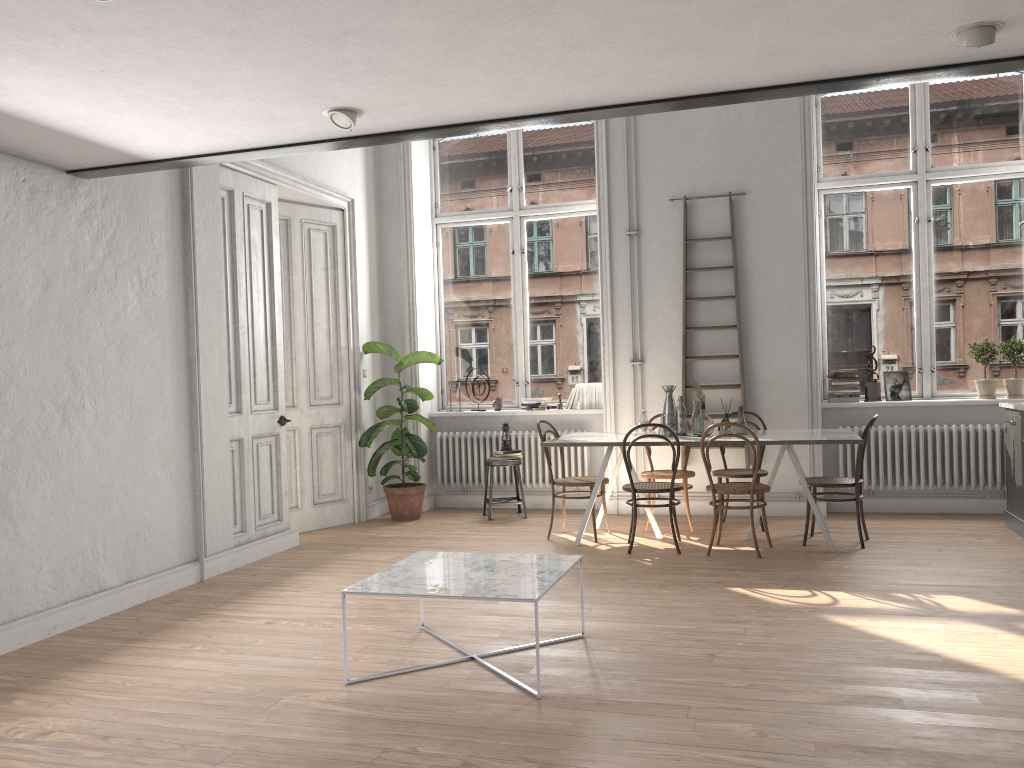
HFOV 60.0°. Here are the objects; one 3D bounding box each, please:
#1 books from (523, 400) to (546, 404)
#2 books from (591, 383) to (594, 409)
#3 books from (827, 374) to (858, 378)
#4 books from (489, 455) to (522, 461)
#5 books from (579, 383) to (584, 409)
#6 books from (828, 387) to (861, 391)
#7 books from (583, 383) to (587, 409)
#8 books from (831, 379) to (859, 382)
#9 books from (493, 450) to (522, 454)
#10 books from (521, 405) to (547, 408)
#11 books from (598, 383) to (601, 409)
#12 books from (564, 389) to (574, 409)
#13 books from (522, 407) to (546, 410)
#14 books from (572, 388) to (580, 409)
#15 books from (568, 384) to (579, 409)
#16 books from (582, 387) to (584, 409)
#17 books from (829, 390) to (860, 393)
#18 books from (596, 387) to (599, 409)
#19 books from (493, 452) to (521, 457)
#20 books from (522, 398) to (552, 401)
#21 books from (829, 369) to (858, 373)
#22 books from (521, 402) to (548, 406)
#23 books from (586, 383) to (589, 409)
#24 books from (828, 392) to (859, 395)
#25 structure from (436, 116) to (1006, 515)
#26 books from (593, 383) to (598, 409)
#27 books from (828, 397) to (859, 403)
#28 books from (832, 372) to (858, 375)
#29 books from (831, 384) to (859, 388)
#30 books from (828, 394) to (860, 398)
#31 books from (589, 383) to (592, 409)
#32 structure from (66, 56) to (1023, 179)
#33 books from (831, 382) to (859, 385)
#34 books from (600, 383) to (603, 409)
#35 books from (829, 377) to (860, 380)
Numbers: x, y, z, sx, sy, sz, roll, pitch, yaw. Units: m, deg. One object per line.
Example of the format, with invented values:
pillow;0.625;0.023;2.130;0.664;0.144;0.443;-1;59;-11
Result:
books;0.217;0.174;8.555;0.205;0.020;0.155;-2;0;7
books;0.782;0.111;8.436;0.024;0.243;0.175;-2;1;17
books;2.897;-0.071;7.767;0.231;0.023;0.162;-2;1;32
books;-0.055;0.669;8.089;0.246;0.034;0.194;-2;1;-33
books;0.675;0.114;8.468;0.024;0.243;0.175;-2;1;17
books;2.910;0.041;7.770;0.245;0.028;0.193;-2;0;12
books;0.712;0.113;8.425;0.024;0.243;0.175;-2;1;17
books;2.911;-0.029;7.763;0.205;0.022;0.155;-2;0;12
books;-0.043;0.620;8.088;0.221;0.027;0.147;-2;1;-41
books;0.218;0.216;8.570;0.205;0.022;0.155;-2;1;37
books;0.846;0.109;8.417;0.024;0.243;0.175;-2;1;17
books;0.564;0.140;8.484;0.105;0.194;0.155;-2;1;16
books;0.214;0.239;8.575;0.147;0.023;0.221;-2;0;-25
books;0.624;0.135;8.462;0.072;0.203;0.155;-2;1;17
books;0.599;0.120;8.468;0.100;0.235;0.174;-2;1;17
books;0.695;0.133;8.441;0.020;0.205;0.155;-2;1;17
books;2.911;0.062;7.769;0.255;0.014;0.192;-2;0;20
books;0.819;0.129;8.404;0.020;0.205;0.155;-2;1;17
books;-0.044;0.643;8.088;0.232;0.029;0.162;-2;0;-13
books;0.241;0.148;8.569;0.244;0.019;0.174;-2;0;27
books;2.906;-0.114;7.773;0.201;0.024;0.159;-2;0;7
books;0.219;0.194;8.568;0.221;0.023;0.147;-2;1;33
books;0.736;0.112;8.427;0.019;0.244;0.174;-2;1;17
books;2.898;0.082;7.758;0.249;0.023;0.175;-2;0;17
structure;1.671;-1.085;7.864;5.182;4.474;0.340;-2;1;17
books;0.796;0.111;8.409;0.019;0.244;0.174;-2;1;17
books;2.898;0.137;7.760;0.248;0.043;0.192;-2;0;17
books;2.909;-0.093;7.763;0.205;0.020;0.155;-2;0;17
books;2.913;0.016;7.764;0.205;0.022;0.155;-2;1;31
books;2.899;0.105;7.758;0.249;0.023;0.175;-2;0;12
books;0.760;0.111;8.438;0.019;0.244;0.174;-2;1;17
structure;-0.148;-1.800;2.099;5.927;1.213;4.157;-2;0;17
books;2.917;-0.007;7.768;0.222;0.024;0.158;-2;0;17
books;0.864;0.109;8.391;0.024;0.243;0.175;-2;1;17
books;2.906;-0.049;7.765;0.244;0.019;0.174;-2;0;17
